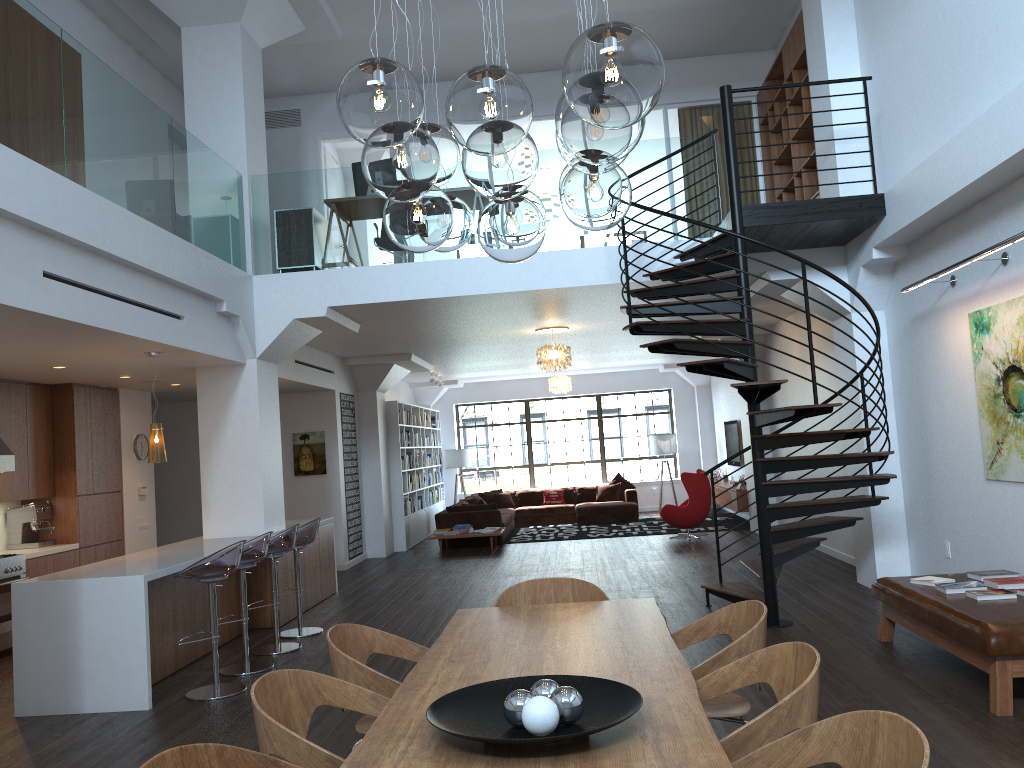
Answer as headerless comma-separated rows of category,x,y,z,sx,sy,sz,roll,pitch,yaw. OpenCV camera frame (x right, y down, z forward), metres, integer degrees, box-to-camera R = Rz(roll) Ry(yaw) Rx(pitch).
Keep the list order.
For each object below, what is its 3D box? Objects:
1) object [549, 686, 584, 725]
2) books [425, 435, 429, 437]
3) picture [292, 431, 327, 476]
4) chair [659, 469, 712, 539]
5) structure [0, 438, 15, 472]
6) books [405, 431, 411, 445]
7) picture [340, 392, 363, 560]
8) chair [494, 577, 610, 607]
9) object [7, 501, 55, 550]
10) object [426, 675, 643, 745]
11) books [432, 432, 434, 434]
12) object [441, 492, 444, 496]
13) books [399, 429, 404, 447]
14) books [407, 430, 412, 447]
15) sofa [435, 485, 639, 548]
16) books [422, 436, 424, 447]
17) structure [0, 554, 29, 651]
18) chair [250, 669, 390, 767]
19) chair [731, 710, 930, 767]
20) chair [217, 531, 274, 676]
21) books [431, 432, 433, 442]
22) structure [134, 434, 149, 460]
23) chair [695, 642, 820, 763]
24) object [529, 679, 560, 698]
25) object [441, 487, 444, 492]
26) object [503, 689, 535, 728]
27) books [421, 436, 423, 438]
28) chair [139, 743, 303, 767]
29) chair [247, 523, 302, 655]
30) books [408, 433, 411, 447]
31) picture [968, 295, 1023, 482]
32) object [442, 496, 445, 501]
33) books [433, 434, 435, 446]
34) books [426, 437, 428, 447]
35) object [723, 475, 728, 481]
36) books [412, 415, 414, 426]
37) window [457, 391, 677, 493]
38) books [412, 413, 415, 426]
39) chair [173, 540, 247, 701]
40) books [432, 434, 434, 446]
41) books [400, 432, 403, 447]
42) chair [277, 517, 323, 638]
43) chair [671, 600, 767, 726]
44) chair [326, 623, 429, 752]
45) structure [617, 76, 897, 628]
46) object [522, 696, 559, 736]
object,0.147,0.873,2.408,0.100,0.100,0.100,0,-6,-41
books,-1.701,1.120,17.434,0.140,0.231,0.042,-4,-4,4
picture,-2.828,0.973,12.380,0.450,0.600,0.030,-4,-4,4
chair,2.648,1.816,13.507,0.801,1.006,0.798,-6,-5,29
structure,-4.864,1.004,7.791,0.529,1.110,0.811,-4,-4,4
books,-1.860,0.959,15.420,0.198,0.284,0.049,-4,-4,4
picture,-2.341,1.329,12.975,0.021,2.380,0.800,-4,-4,4
chair,0.220,1.402,4.314,0.629,0.833,0.618,-4,-4,-1
object,-4.770,1.415,8.899,0.439,0.455,0.284,-4,-4,4
object,0.063,0.908,2.429,0.592,0.066,0.592,-1,-5,-38
books,-1.661,1.131,18.025,0.176,0.290,0.036,-4,-4,3
object,-1.591,2.304,18.445,0.331,0.088,0.410,-4,-4,4
books,-1.877,0.904,14.684,0.176,0.290,0.053,-4,-4,4
books,-1.840,0.958,15.471,0.176,0.291,0.053,-4,-4,4
sofa,0.633,2.319,16.156,3.481,0.664,4.197,-4,-4,4
books,-1.741,1.085,16.703,0.146,0.202,0.027,-4,-4,4
structure,-4.728,1.997,7.714,0.662,0.919,0.811,-4,-4,4
chair,-0.504,1.345,2.830,0.618,0.833,0.629,-4,-4,4
chair,0.653,1.204,1.997,0.618,0.833,0.629,-4,-4,4
chair,-2.030,1.638,6.702,0.481,1.014,0.530,-4,-4,2
books,-1.678,1.113,17.753,0.176,0.290,0.053,-4,-4,3
structure,-4.349,0.740,10.409,0.040,0.300,0.300,-4,-4,4
chair,0.687,1.257,2.759,0.618,0.833,0.629,-4,-4,5
object,0.096,0.883,2.495,0.100,0.100,0.100,0,-6,-41
object,-1.604,2.217,18.452,0.316,0.088,0.410,-4,-4,4
object,0.025,0.888,2.426,0.100,0.100,0.100,0,-6,-41
books,-1.751,1.084,16.676,0.146,0.202,0.027,-4,-4,4
chair,-0.557,1.293,2.069,0.618,0.833,0.629,-4,-4,4
chair,-1.969,1.680,7.335,0.481,1.014,0.530,-4,-4,2
books,-1.848,0.972,15.304,0.174,0.240,0.054,-4,-4,4
picture,3.319,0.048,5.851,0.010,1.200,1.095,-4,-4,4
object,-1.585,2.392,18.439,0.331,0.088,0.410,-4,-4,4
books,-1.653,1.147,17.988,0.183,0.253,0.034,-4,-4,3
books,-1.713,1.132,17.250,0.134,0.184,0.030,-4,-4,4
object,4.041,1.776,16.765,0.089,0.110,0.089,0,-6,-41
books,-1.831,0.652,15.792,0.146,0.202,0.027,-4,-4,4
window,1.163,1.258,19.251,4.648,1.905,0.114,-4,-4,4
books,-1.829,0.649,15.960,0.140,0.231,0.042,-4,-4,4
chair,-2.045,1.593,6.071,0.481,1.014,0.530,-4,-4,6
books,-1.673,1.134,17.795,0.183,0.253,0.034,-4,-4,3
books,-1.890,0.923,14.606,0.174,0.242,0.105,-4,-4,4
chair,-1.925,1.723,7.962,0.481,1.014,0.530,-4,-4,6
chair,0.746,1.307,3.523,0.617,0.830,0.629,-4,-4,4
chair,-0.433,1.396,3.605,0.618,0.833,0.629,-4,-4,2
structure,1.906,-0.277,7.140,1.998,4.352,1.998,-1,-5,-35
object,0.075,0.875,2.337,0.100,0.100,0.100,0,-6,-41
